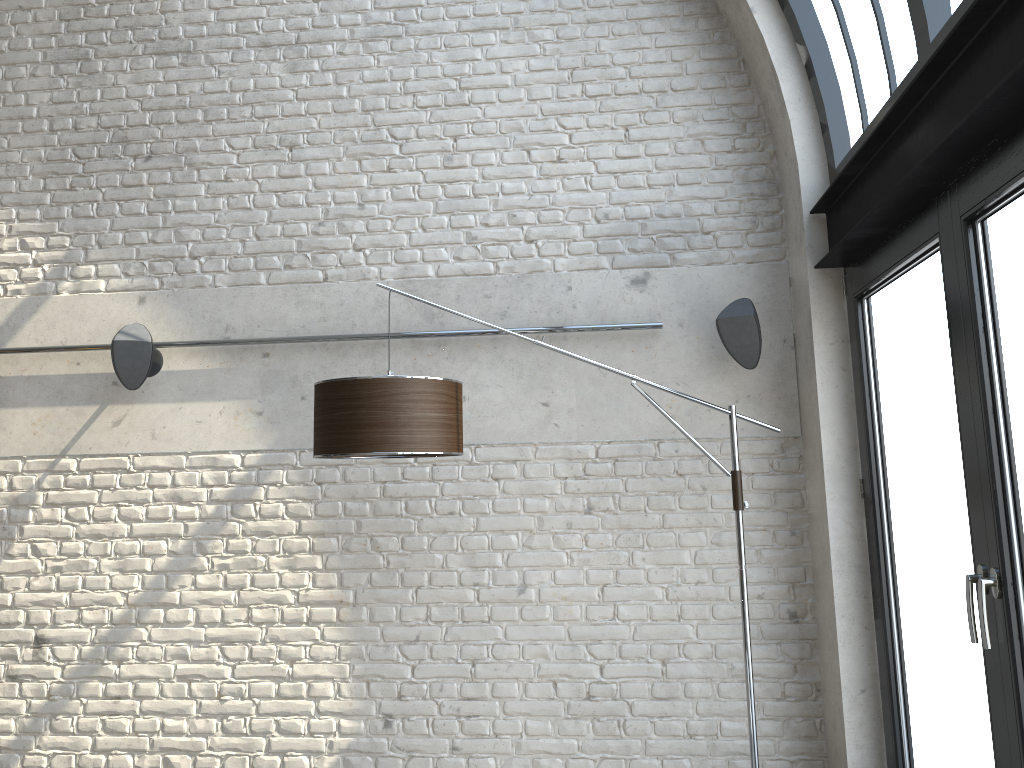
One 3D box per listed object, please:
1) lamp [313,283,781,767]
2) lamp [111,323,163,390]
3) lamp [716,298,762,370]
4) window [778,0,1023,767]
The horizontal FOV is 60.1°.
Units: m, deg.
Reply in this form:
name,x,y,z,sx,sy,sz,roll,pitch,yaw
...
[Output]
name,x,y,z,sx,sy,sz,roll,pitch,yaw
lamp,0.189,0.762,3.316,1.845,2.352,0.551,0,-9,-8
lamp,-1.722,-0.124,4.079,0.178,0.309,0.354,1,-8,-12
lamp,0.999,-0.213,3.814,0.177,0.309,0.355,-5,-8,24
window,-0.220,-1.001,1.731,2.866,5.548,4.242,-2,-8,6
